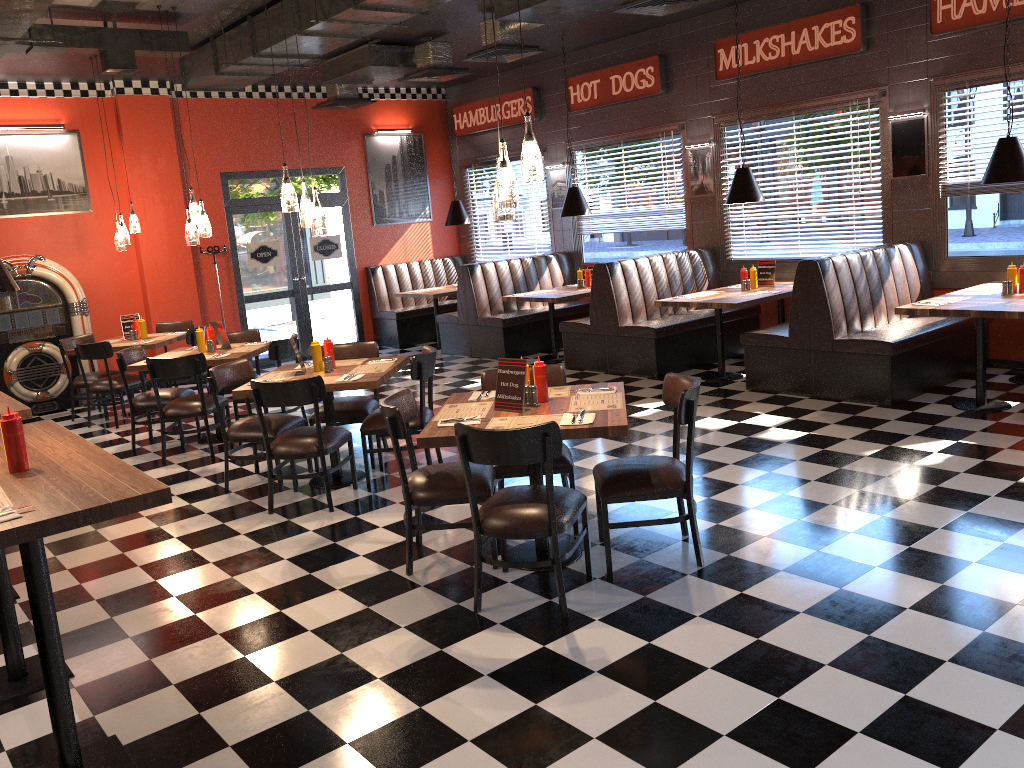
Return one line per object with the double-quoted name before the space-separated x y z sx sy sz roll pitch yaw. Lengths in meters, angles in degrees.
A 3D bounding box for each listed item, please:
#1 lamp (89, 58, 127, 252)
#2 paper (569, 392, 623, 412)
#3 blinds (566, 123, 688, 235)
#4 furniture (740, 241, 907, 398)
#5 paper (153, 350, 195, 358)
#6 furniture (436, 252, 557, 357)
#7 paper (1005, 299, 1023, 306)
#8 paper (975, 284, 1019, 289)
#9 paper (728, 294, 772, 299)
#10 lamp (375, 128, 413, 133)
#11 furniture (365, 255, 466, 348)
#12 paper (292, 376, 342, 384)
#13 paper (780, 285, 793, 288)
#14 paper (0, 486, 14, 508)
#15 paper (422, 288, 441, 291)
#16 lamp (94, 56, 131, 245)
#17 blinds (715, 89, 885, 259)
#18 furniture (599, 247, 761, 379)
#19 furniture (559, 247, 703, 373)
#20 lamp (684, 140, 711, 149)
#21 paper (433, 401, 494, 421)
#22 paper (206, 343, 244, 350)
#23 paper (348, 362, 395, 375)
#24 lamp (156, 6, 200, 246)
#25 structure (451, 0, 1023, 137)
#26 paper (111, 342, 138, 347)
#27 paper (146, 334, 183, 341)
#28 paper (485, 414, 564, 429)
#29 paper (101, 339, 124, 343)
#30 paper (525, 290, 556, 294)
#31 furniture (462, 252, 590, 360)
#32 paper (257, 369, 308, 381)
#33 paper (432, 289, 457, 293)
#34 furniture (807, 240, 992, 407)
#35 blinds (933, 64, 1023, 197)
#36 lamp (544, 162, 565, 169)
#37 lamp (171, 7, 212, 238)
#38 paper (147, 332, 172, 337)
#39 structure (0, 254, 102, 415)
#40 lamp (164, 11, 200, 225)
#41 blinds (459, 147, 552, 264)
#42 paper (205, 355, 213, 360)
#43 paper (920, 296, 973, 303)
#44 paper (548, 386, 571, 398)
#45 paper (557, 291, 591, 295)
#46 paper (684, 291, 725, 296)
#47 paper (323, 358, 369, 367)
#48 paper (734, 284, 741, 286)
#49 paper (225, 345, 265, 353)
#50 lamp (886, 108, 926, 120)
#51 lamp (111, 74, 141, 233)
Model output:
"lamp" -4.178 -2.353 9.127 0.108 1.952 0.109 0 10 33
"paper" 0.420 0.090 4.426 0.261 0.001 0.368 -4 11 7
"blinds" 1.376 -2.449 10.843 0.101 1.197 1.873 -12 12 -37
"furniture" 2.875 -0.644 8.042 1.717 1.146 0.707 -13 12 -38
"paper" -2.994 -0.256 7.795 0.261 0.001 0.368 -4 11 6
"furniture" -0.120 -1.096 11.753 1.717 1.146 0.707 -13 12 -38
"paper" 3.713 -0.580 6.304 0.367 0.001 0.262 -13 14 -35
"paper" 4.006 -0.808 7.328 0.367 0.001 0.261 -14 14 -39
"paper" 2.208 -0.810 8.181 0.367 0.001 0.261 -15 14 -40
"lamp" -1.712 -3.670 12.847 0.613 0.056 0.081 -14 13 -38
"furniture" -1.175 -1.255 13.060 1.717 1.146 0.707 -13 12 -38
"paper" -1.296 -0.018 5.783 0.365 0.001 0.263 -4 11 5
"paper" 2.847 -0.965 8.673 0.367 0.001 0.262 -13 14 -36
"paper" -1.736 0.381 2.782 0.262 0.001 0.366 -13 13 -35
"paper" -1.164 -1.321 12.370 0.367 0.001 0.262 -14 14 -37
"lamp" -4.095 -2.402 9.032 0.108 1.952 0.109 -5 9 4
"blinds" 2.889 -2.054 9.014 0.101 1.542 1.873 -12 12 -37
"furniture" 1.820 -0.803 9.349 1.717 1.146 0.707 -13 12 -38
"furniture" 1.377 -0.870 9.898 1.717 1.146 0.707 -13 12 -38
"lamp" 2.070 -2.664 9.860 0.081 0.056 0.335 -13 13 -37
"paper" -0.243 0.137 4.499 0.261 0.001 0.368 -4 11 7
"paper" -2.625 -0.344 8.069 0.365 0.001 0.263 -4 11 5
"paper" -0.965 -0.106 6.075 0.261 0.001 0.368 -4 11 5
"lamp" -2.799 -2.139 7.390 0.109 1.952 0.109 -10 10 -26
"structure" 2.673 -3.375 8.862 0.120 0.435 11.290 -12 13 -37
"paper" -3.972 -0.397 8.975 0.365 0.001 0.263 -4 11 6
"paper" -3.636 -0.484 9.261 0.261 0.001 0.368 -4 11 6
"paper" 0.066 0.179 4.136 0.365 0.001 0.263 -3 11 9
"paper" -4.272 -0.439 9.328 0.261 0.001 0.368 -4 11 9
"paper" 0.340 -1.096 10.518 0.367 0.001 0.262 -13 14 -36
"furniture" 0.322 -1.029 11.205 1.717 1.146 0.707 -13 12 -38
"paper" -1.603 -0.058 6.130 0.261 0.001 0.368 -4 11 8
"paper" -0.849 -1.241 11.817 0.367 0.001 0.261 -15 15 -40
"furniture" 3.318 -0.577 7.494 1.717 1.146 0.707 -13 12 -38
"blinds" 4.355 -2.080 7.131 0.100 1.032 1.874 -12 12 -37
"lamp" 0.569 -2.890 11.719 0.081 0.056 0.335 -13 13 -37
"lamp" -2.718 -2.222 7.467 0.108 1.952 0.109 0 10 33
"paper" -3.914 -0.532 9.634 0.365 0.001 0.263 -4 11 6
"structure" -5.359 -0.545 9.824 1.300 1.756 0.501 -13 11 -38
"lamp" -2.825 -2.340 7.538 0.108 1.952 0.109 -4 9 9
"blinds" -0.106 -2.466 12.734 0.100 1.624 1.873 -12 12 -37
"paper" -2.677 -0.215 7.437 0.365 0.001 0.263 -4 11 8
"paper" 3.360 -0.654 6.844 0.367 0.001 0.262 -13 14 -35
"paper" 0.131 0.050 4.766 0.365 0.001 0.263 -4 11 6
"paper" 0.697 -1.024 9.980 0.367 0.001 0.262 -13 14 -36
"paper" 1.896 -0.890 8.735 0.367 0.001 0.262 -14 14 -37
"paper" -1.250 -0.152 6.443 0.365 0.001 0.263 -4 11 5
"paper" 2.488 -1.037 9.209 0.367 0.001 0.262 -13 14 -36
"paper" -2.329 -0.305 7.733 0.261 0.001 0.368 -4 11 6
"lamp" 3.563 -2.439 8.010 0.081 0.056 0.335 -13 13 -37
"lamp" -4.019 -2.538 9.110 0.108 1.952 0.109 -6 9 -6
